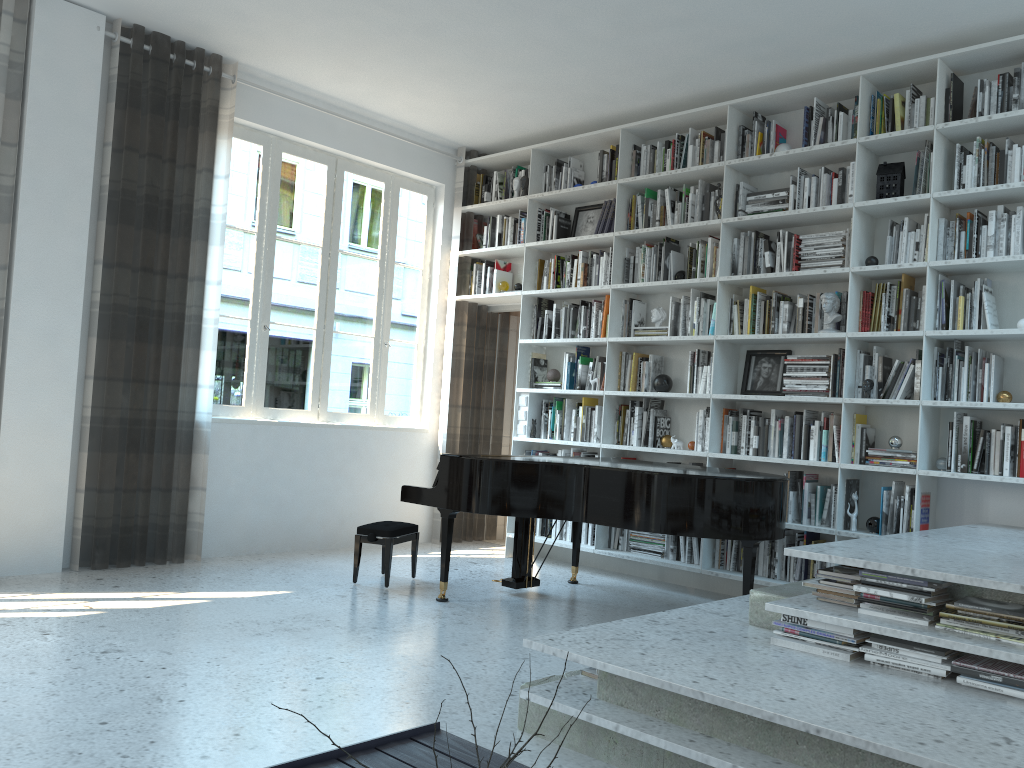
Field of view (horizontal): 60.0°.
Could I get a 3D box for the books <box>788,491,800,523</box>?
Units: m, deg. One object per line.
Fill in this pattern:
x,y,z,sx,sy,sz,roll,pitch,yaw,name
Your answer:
1.686,0.727,5.248,0.025,0.185,0.170,2,-3,44,books

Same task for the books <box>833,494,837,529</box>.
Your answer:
1.890,0.728,5.082,0.027,0.196,0.147,2,-3,44,books

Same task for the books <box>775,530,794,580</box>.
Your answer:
1.641,1.028,5.347,0.014,0.288,0.185,2,-2,44,books

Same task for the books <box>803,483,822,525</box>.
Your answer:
1.757,0.700,5.188,0.021,0.244,0.180,2,-3,44,books

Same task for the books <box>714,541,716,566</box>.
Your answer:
1.342,1.039,5.657,0.012,0.254,0.161,2,-2,44,books

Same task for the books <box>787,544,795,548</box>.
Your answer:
1.692,1.068,5.328,0.040,0.212,0.129,2,-2,44,books

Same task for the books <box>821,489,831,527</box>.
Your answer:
1.849,0.716,5.144,0.053,0.220,0.132,2,-2,44,books

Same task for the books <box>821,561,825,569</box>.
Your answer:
1.849,1.064,5.164,0.028,0.227,0.162,2,-3,44,books

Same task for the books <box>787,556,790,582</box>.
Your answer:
1.688,1.070,5.288,0.010,0.206,0.180,2,-3,44,books

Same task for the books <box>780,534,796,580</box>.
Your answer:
1.665,1.042,5.345,0.024,0.262,0.131,2,-2,44,books

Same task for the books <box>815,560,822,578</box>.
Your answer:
1.822,1.074,5.173,0.022,0.205,0.191,2,-3,44,books

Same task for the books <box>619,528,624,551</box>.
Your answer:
0.803,1.035,6.154,0.023,0.231,0.164,2,-3,44,books

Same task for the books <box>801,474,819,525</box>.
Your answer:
1.748,0.675,5.204,0.015,0.293,0.169,2,-2,44,books

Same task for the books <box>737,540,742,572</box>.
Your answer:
1.459,1.045,5.546,0.022,0.247,0.144,2,-2,44,books

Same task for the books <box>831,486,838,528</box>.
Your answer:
1.876,0.706,5.094,0.010,0.238,0.167,2,-3,44,books

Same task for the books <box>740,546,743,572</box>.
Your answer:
1.469,1.049,5.532,0.012,0.238,0.128,2,-2,44,books

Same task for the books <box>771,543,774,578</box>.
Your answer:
1.621,1.065,5.373,0.022,0.213,0.167,2,-3,44,books

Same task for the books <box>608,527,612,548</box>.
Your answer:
0.735,1.008,6.236,0.012,0.285,0.159,2,-2,44,books

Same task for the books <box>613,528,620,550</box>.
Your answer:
0.776,1.059,6.181,0.053,0.184,0.148,2,-3,44,books

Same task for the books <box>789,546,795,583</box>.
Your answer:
1.706,1.068,5.278,0.029,0.210,0.170,2,-3,44,books

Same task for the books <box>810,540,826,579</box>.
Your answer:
1.795,1.047,5.201,0.011,0.258,0.171,2,-2,44,books

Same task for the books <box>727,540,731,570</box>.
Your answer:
1.408,1.035,5.593,0.025,0.263,0.145,2,-2,44,books

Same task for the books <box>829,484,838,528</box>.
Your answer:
1.870,0.702,5.110,0.022,0.249,0.130,2,-2,44,books

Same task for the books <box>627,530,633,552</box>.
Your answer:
0.849,1.012,6.126,0.027,0.282,0.129,2,-2,44,books

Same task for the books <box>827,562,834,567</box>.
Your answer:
1.872,1.040,5.047,0.038,0.269,0.277,2,-3,44,books

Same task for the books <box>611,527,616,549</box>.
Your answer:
0.753,1.052,6.213,0.025,0.198,0.160,2,-3,44,books

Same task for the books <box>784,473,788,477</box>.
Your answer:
1.659,0.678,5.301,0.012,0.285,0.159,2,-2,44,books

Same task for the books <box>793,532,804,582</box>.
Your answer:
1.724,1.028,5.266,0.011,0.292,0.184,2,-2,44,books

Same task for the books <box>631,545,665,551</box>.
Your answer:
0.958,1.104,6.004,0.254,0.007,0.161,2,-3,40,books

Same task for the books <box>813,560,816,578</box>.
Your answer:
1.812,1.081,5.196,0.024,0.191,0.155,2,-3,44,books

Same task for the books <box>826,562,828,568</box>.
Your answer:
1.868,1.069,5.125,0.029,0.217,0.191,2,-3,44,books

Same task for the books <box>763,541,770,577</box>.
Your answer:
1.584,1.041,5.424,0.028,0.261,0.132,2,-2,44,books

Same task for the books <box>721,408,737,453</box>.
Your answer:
1.390,0.302,5.680,0.012,0.285,0.159,2,-2,44,books

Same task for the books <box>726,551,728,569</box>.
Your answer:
1.402,1.038,5.612,0.010,0.259,0.131,2,-2,44,books

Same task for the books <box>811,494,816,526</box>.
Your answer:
1.788,0.732,5.181,0.036,0.183,0.146,2,-3,44,books

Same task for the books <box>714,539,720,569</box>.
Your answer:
1.349,1.036,5.622,0.026,0.256,0.183,2,-3,44,books

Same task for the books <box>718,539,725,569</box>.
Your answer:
1.365,1.015,5.609,0.014,0.300,0.184,2,-2,44,books

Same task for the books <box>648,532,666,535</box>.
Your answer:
0.965,1.000,6.009,0.285,0.005,0.159,2,-3,41,books

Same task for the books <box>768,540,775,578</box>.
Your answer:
1.608,1.029,5.383,0.013,0.285,0.185,2,-2,44,books

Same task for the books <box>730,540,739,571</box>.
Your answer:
1.433,1.012,5.559,0.034,0.311,0.170,2,-2,44,books

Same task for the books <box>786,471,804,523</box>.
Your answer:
1.678,0.668,5.265,0.013,0.303,0.181,2,-2,44,books

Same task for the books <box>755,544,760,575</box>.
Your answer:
1.542,1.023,5.463,0.026,0.294,0.155,2,-2,44,books

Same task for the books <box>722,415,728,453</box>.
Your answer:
1.402,0.323,5.663,0.029,0.244,0.154,2,-2,44,books

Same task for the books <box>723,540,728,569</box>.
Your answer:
1.388,0.997,5.613,0.014,0.340,0.140,2,-2,44,books

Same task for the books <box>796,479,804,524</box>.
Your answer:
1.736,0.693,5.250,0.066,0.261,0.133,2,-2,44,books

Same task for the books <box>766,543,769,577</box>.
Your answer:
1.600,1.070,5.404,0.024,0.203,0.144,2,-3,44,books

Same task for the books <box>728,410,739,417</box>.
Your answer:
1.413,0.307,5.644,0.011,0.275,0.146,2,-2,44,books

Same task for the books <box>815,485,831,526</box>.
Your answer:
1.808,0.708,5.157,0.024,0.232,0.146,2,-2,44,books

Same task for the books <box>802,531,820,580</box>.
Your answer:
1.761,1.016,5.223,0.013,0.317,0.186,2,-2,44,books

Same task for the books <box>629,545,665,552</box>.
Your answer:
0.955,1.110,6.001,0.159,0.007,0.285,6,-3,-41,books

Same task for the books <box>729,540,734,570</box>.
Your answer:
1.417,0.998,5.575,0.012,0.337,0.144,2,-2,44,books

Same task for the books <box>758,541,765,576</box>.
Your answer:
1.563,1.054,5.445,0.030,0.234,0.138,2,-2,44,books

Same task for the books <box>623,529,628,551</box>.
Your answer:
0.827,1.039,6.143,0.027,0.227,0.139,2,-2,44,books

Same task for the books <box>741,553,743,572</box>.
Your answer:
1.481,1.031,5.527,0.012,0.276,0.154,2,-2,44,books

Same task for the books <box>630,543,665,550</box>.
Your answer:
0.961,1.097,6.007,0.159,0.007,0.285,6,-3,-44,books

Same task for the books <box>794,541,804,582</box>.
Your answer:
1.736,1.048,5.239,0.044,0.251,0.187,2,-3,44,books

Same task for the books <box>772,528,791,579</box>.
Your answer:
1.632,1.004,5.356,0.014,0.335,0.183,2,-2,44,books

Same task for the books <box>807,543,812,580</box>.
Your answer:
1.790,1.057,5.225,0.028,0.238,0.140,2,-2,44,books
